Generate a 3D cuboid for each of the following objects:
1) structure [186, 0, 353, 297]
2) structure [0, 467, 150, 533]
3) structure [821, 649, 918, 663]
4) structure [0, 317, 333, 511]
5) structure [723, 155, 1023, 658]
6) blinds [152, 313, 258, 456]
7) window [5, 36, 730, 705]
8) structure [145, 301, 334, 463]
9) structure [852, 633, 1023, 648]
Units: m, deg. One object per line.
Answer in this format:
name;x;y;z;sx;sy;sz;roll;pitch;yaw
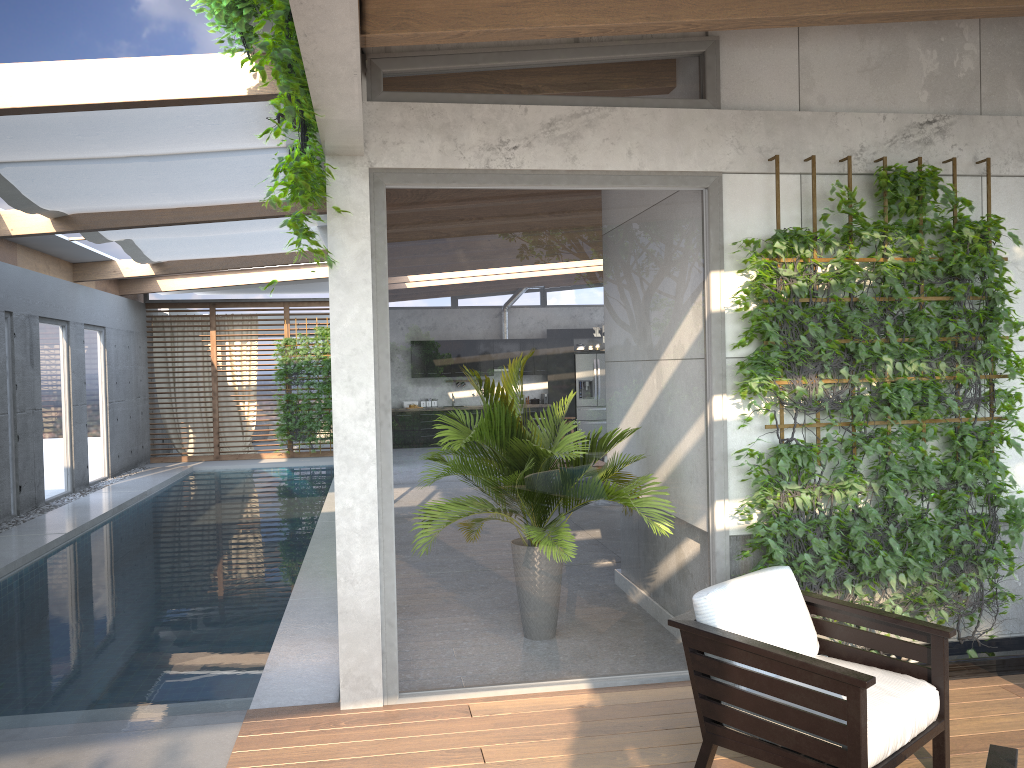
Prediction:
structure;-1.190;-1.404;4.151;0.918;2.054;1.822;-2;1;-12
structure;-5.729;1.643;9.398;0.477;0.068;13.673;-2;1;-9
structure;1.664;1.439;4.594;0.928;0.044;0.231;-2;1;-9
structure;-3.989;0.133;12.701;2.739;2.687;10.282;-1;1;8
structure;1.990;0.140;4.679;1.851;2.669;0.500;-2;1;-8
blinds;-6.046;0.041;17.621;2.087;2.898;0.692;-1;1;-5
window;0.779;-0.440;12.509;14.294;3.764;23.280;-2;1;-9
structure;-5.106;-0.065;17.410;4.313;3.079;0.085;-2;1;-9
structure;1.948;1.243;5.931;2.012;0.595;2.203;-2;1;-9
